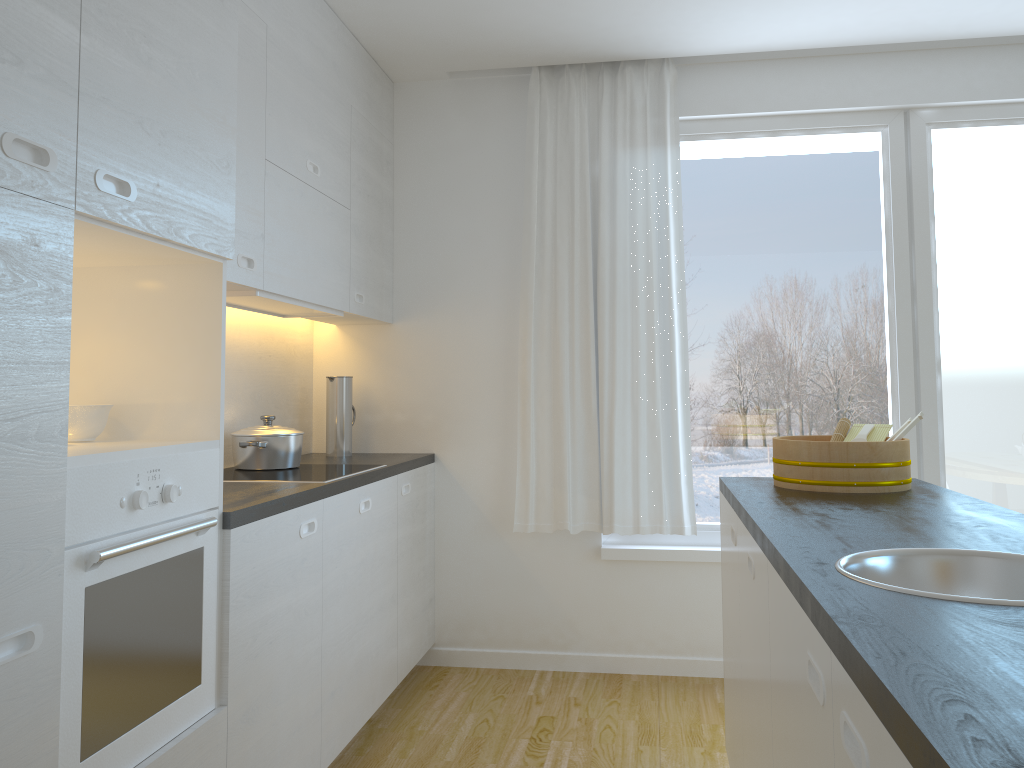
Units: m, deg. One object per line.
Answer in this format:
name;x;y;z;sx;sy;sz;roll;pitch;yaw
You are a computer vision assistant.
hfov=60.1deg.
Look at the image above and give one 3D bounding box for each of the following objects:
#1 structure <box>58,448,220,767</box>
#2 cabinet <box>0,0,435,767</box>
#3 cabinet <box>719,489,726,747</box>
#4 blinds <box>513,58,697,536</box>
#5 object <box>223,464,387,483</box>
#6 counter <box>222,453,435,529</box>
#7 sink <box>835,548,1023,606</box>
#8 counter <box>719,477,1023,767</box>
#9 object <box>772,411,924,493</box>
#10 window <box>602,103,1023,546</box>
structure;-0.724;0.448;1.787;0.049;0.598;0.559;-1;-3;9
cabinet;-0.841;0.007;2.544;0.481;2.309;3.192;-1;-2;9
cabinet;0.785;0.784;1.602;0.600;0.913;2.394;-1;-1;9
blinds;0.390;-0.426;3.908;0.795;2.169;0.149;-1;-4;8
object;-0.809;0.316;3.127;0.561;0.013;0.652;0;-1;9
counter;-0.806;0.333;3.121;0.600;0.040;1.995;0;-1;9
sink;0.700;0.360;1.328;0.404;0.157;0.403;0;-1;-39
counter;0.782;0.309;1.636;0.600;0.040;2.394;0;-1;9
object;0.971;0.190;2.602;0.378;0.215;0.429;-1;-2;37
window;1.754;-0.253;3.879;2.726;1.926;0.088;-1;-4;9
